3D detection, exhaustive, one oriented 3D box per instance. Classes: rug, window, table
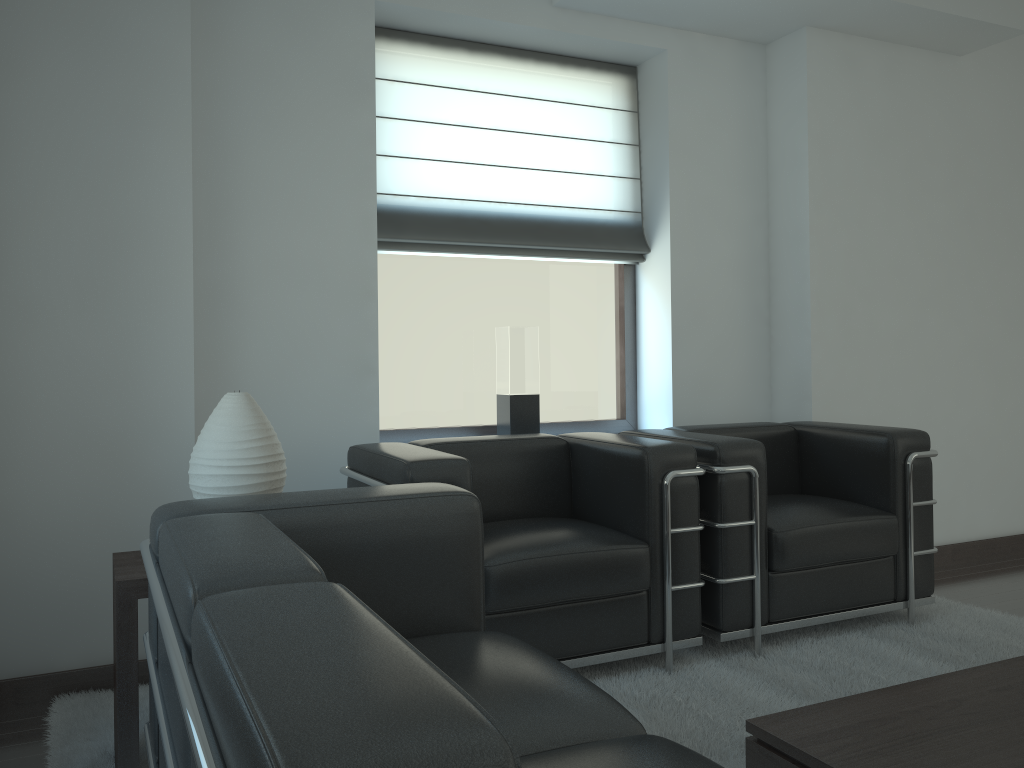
[{"bbox_3d":[1.490,1.472,2.479,5.169,0.110,6.252,-1,2,-25],"label":"rug"},{"bbox_3d":[-0.070,-0.979,6.252,2.132,2.733,0.146,-1,0,-25],"label":"window"},{"bbox_3d":[-1.139,1.100,3.503,0.786,0.845,0.526,-1,0,-25],"label":"table"},{"bbox_3d":[2.022,1.279,2.340,1.921,0.441,1.936,-1,1,-25],"label":"table"}]

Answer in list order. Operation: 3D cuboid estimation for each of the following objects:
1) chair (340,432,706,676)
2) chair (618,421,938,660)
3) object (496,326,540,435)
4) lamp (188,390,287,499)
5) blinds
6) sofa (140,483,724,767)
[{"bbox_3d":[0.046,0.886,4.628,1.646,1.171,1.123,-1,1,-25],"label":"chair"},{"bbox_3d":[1.573,0.850,5.341,1.646,1.171,1.123,-1,1,-25],"label":"chair"},{"bbox_3d":[0.039,0.006,5.946,0.243,0.776,0.238,-1,0,-25],"label":"object"},{"bbox_3d":[-1.087,0.353,3.520,0.374,0.655,0.374,-1,0,4],"label":"lamp"},{"bbox_3d":[-0.003,-1.604,6.106,2.123,1.477,0.222,-1,0,-25],"label":"blinds"},{"bbox_3d":[0.058,0.962,1.510,1.123,1.170,3.476,-1,1,-25],"label":"sofa"}]
